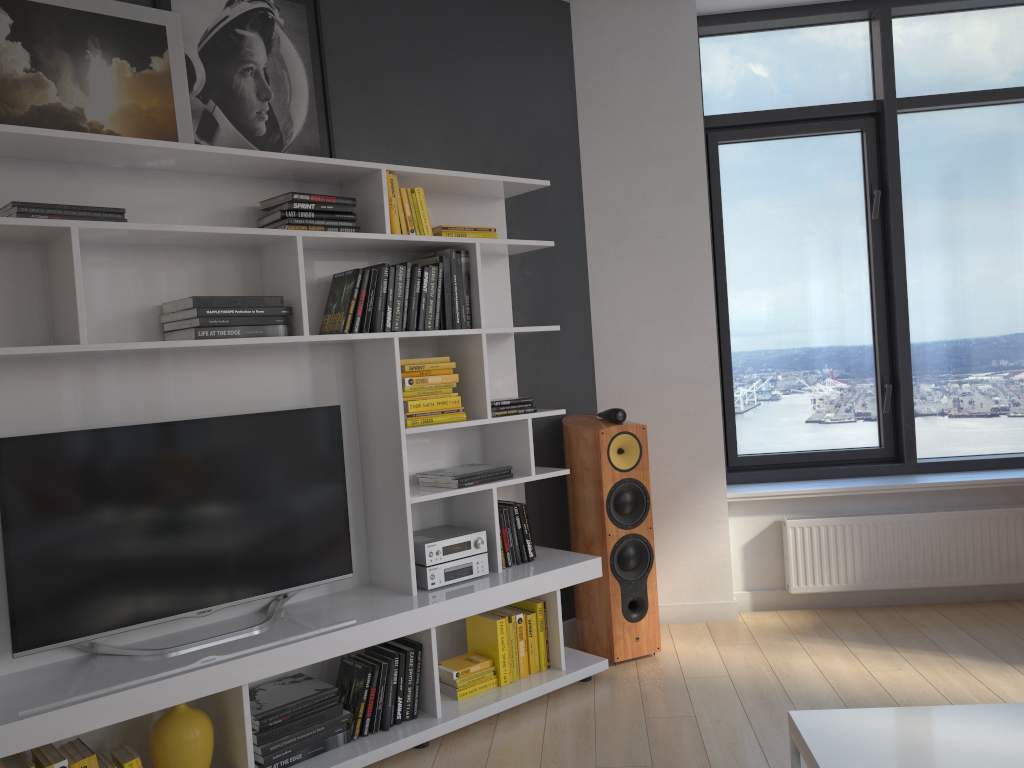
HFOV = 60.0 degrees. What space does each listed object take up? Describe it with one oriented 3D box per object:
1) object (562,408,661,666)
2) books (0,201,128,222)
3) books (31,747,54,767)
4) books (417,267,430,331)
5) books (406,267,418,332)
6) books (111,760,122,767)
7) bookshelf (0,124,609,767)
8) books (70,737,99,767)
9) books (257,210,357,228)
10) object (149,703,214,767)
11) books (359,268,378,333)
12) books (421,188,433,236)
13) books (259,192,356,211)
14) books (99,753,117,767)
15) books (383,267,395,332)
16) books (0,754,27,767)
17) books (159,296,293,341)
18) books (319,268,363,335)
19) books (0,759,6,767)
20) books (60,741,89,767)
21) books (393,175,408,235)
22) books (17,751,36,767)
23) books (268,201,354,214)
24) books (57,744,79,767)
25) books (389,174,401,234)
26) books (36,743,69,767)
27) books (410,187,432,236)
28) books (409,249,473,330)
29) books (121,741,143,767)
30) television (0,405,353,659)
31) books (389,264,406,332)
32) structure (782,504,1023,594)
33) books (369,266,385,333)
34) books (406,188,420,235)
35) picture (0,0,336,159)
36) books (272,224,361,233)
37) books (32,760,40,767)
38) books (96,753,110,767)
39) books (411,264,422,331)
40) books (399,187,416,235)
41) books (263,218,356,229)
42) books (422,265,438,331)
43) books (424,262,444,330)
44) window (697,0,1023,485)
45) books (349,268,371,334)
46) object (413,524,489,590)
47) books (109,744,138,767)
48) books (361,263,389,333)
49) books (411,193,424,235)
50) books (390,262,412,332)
[{"bbox_3d":[0.410,0.645,3.950,0.290,1.088,0.434,-5,2,-25],"label":"object"},{"bbox_3d":[-1.334,-0.481,2.604,0.310,0.047,0.250,-6,2,-45],"label":"books"},{"bbox_3d":[-1.272,1.144,2.441,0.041,0.252,0.180,-5,2,-40],"label":"books"},{"bbox_3d":[-0.384,-0.315,3.364,0.071,0.243,0.179,-5,2,-41],"label":"books"},{"bbox_3d":[-0.413,-0.309,3.322,0.069,0.242,0.172,-5,2,-39],"label":"books"},{"bbox_3d":[-1.113,1.173,2.544,0.049,0.169,0.113,-5,2,-41],"label":"books"},{"bbox_3d":[-0.964,0.290,2.797,3.000,2.052,0.455,-5,2,-40],"label":"bookshelf"},{"bbox_3d":[-1.199,1.145,2.528,0.056,0.235,0.172,-5,2,-41],"label":"books"},{"bbox_3d":[-0.728,-0.581,3.152,0.284,0.030,0.214,-5,2,-37],"label":"books"},{"bbox_3d":[-0.999,1.086,2.687,0.185,0.257,0.185,-3,2,27],"label":"object"},{"bbox_3d":[-0.558,-0.293,3.220,0.081,0.233,0.169,-5,2,-41],"label":"books"},{"bbox_3d":[-0.361,-0.639,3.365,0.044,0.184,0.142,-5,2,-39],"label":"books"},{"bbox_3d":[-0.722,-0.636,3.139,0.209,0.030,0.266,-3,2,43],"label":"books"},{"bbox_3d":[-1.136,1.164,2.540,0.046,0.187,0.134,-5,2,-40],"label":"books"},{"bbox_3d":[-0.499,-0.303,3.280,0.068,0.243,0.179,-5,2,-41],"label":"books"},{"bbox_3d":[-1.335,1.146,2.407,0.066,0.258,0.198,-5,2,-40],"label":"books"},{"bbox_3d":[-0.947,-0.211,2.946,0.277,0.137,0.343,-2,2,45],"label":"books"},{"bbox_3d":[-0.614,-0.289,3.185,0.104,0.234,0.182,-5,2,-40],"label":"books"},{"bbox_3d":[-1.359,1.143,2.379,0.048,0.271,0.213,-5,2,-40],"label":"books"},{"bbox_3d":[-1.217,1.147,2.501,0.043,0.235,0.171,-5,2,-42],"label":"books"},{"bbox_3d":[-0.463,-0.650,3.303,0.054,0.224,0.164,-5,2,-41],"label":"books"},{"bbox_3d":[-1.311,1.141,2.425,0.038,0.267,0.202,-5,2,-40],"label":"books"},{"bbox_3d":[-0.710,-0.610,3.133,0.246,0.026,0.180,-5,2,-38],"label":"books"},{"bbox_3d":[-1.223,1.146,2.471,0.043,0.240,0.169,-5,2,-41],"label":"books"},{"bbox_3d":[-0.480,-0.648,3.277,0.041,0.224,0.163,-5,2,-42],"label":"books"},{"bbox_3d":[-1.259,1.143,2.466,0.055,0.252,0.185,-5,2,-41],"label":"books"},{"bbox_3d":[-0.373,-0.637,3.344,0.064,0.184,0.141,-5,2,-39],"label":"books"},{"bbox_3d":[-0.284,-0.359,3.502,0.128,0.321,0.259,-5,2,-40],"label":"books"},{"bbox_3d":[-1.092,1.156,2.593,0.046,0.193,0.149,-5,2,-39],"label":"books"},{"bbox_3d":[-1.029,0.466,2.880,1.102,0.704,0.207,-5,2,-40],"label":"television"},{"bbox_3d":[-0.474,-0.310,3.307,0.084,0.249,0.191,-5,2,-40],"label":"books"},{"bbox_3d":[2.063,0.835,4.258,1.474,0.460,0.110,-4,2,5],"label":"structure"},{"bbox_3d":[-0.524,-0.299,3.232,0.069,0.242,0.172,-5,2,-39],"label":"books"},{"bbox_3d":[-0.403,-0.631,3.315,0.044,0.178,0.128,-5,2,-40],"label":"books"},{"bbox_3d":[-1.178,-1.078,2.930,1.279,0.707,0.076,-5,2,-40],"label":"picture"},{"bbox_3d":[-0.711,-0.531,3.134,0.284,0.030,0.214,-5,2,-37],"label":"books"},{"bbox_3d":[-1.285,1.159,2.424,0.042,0.230,0.156,-5,2,-42],"label":"books"},{"bbox_3d":[-1.157,1.166,2.532,0.056,0.188,0.138,-5,2,-40],"label":"books"},{"bbox_3d":[-0.413,-0.318,3.357,0.075,0.254,0.192,-5,2,-41],"label":"books"},{"bbox_3d":[-0.423,-0.630,3.307,0.054,0.180,0.132,-5,2,-40],"label":"books"},{"bbox_3d":[-0.716,-0.556,3.136,0.264,0.020,0.189,-5,2,-42],"label":"books"},{"bbox_3d":[-0.363,-0.320,3.397,0.084,0.249,0.191,-5,2,-40],"label":"books"},{"bbox_3d":[-0.338,-0.328,3.419,0.066,0.260,0.197,-5,2,-40],"label":"books"},{"bbox_3d":[1.950,-0.740,4.545,1.960,2.402,0.170,-4,2,5],"label":"window"},{"bbox_3d":[-0.591,-0.290,3.210,0.096,0.234,0.187,-5,2,-40],"label":"books"},{"bbox_3d":[-0.282,0.665,3.422,0.285,0.174,0.270,-5,2,-40],"label":"object"},{"bbox_3d":[-1.105,1.158,2.571,0.067,0.193,0.148,-5,2,-39],"label":"books"},{"bbox_3d":[-0.524,-0.308,3.267,0.075,0.254,0.192,-5,2,-41],"label":"books"},{"bbox_3d":[-0.381,-0.623,3.318,0.046,0.161,0.108,-5,2,-41],"label":"books"},{"bbox_3d":[-0.449,-0.317,3.329,0.066,0.260,0.197,-5,2,-40],"label":"books"}]
